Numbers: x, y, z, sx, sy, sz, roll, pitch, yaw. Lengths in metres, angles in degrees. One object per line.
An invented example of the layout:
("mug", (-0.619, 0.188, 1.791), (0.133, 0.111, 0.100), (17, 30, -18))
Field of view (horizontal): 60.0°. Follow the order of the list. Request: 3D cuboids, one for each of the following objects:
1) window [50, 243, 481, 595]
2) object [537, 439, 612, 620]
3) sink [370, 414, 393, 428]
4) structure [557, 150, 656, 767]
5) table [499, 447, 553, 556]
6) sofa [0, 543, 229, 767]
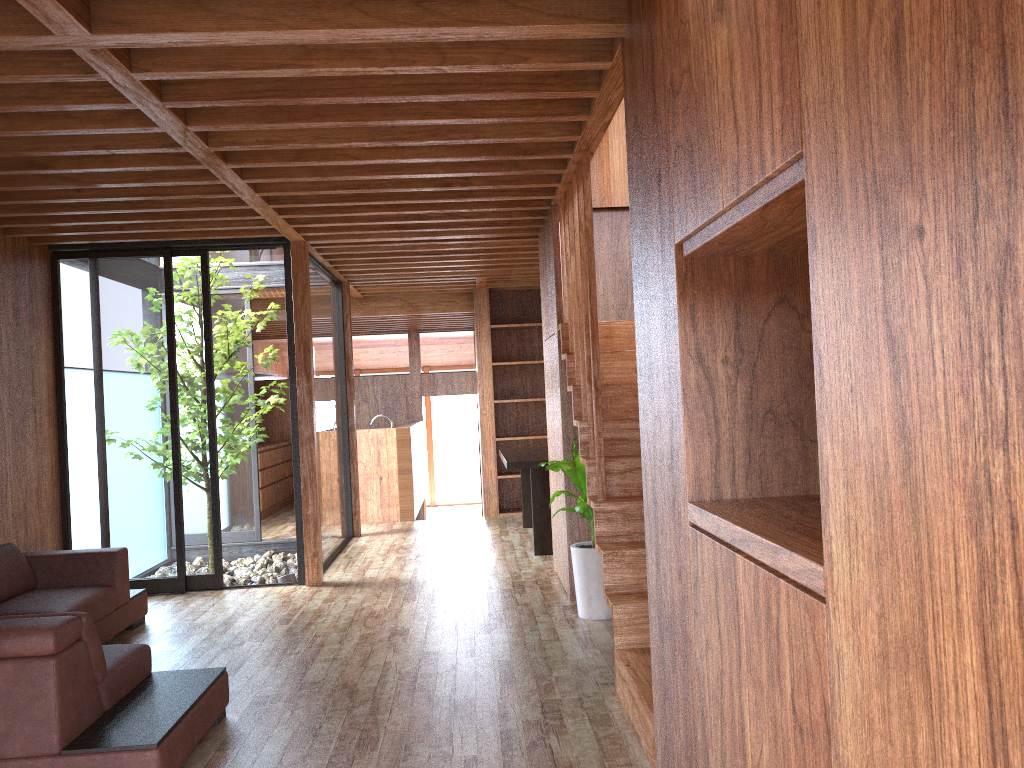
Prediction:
("window", (-1.058, -0.820, 6.593), (4.108, 5.131, 13.952), (-3, -1, -3))
("object", (0.469, 0.726, 4.731), (0.676, 1.031, 0.630), (-3, -1, -14))
("sink", (-1.493, 0.548, 10.080), (0.558, 0.423, 2.456), (-3, -1, -3))
("structure", (0.755, 0.066, 3.943), (0.830, 2.298, 2.445), (-3, -1, -3))
("table", (0.286, 0.927, 7.341), (0.701, 0.716, 1.670), (-3, -1, -3))
("sofa", (-1.993, 0.966, 3.892), (1.701, 0.760, 2.502), (-3, -1, -3))
